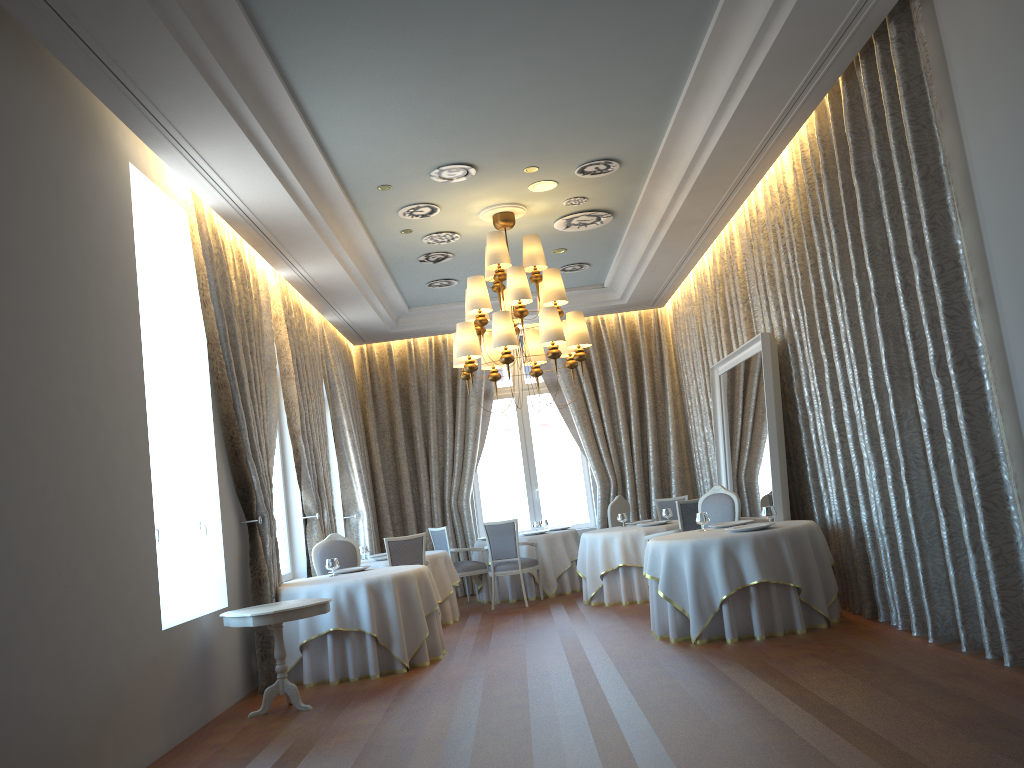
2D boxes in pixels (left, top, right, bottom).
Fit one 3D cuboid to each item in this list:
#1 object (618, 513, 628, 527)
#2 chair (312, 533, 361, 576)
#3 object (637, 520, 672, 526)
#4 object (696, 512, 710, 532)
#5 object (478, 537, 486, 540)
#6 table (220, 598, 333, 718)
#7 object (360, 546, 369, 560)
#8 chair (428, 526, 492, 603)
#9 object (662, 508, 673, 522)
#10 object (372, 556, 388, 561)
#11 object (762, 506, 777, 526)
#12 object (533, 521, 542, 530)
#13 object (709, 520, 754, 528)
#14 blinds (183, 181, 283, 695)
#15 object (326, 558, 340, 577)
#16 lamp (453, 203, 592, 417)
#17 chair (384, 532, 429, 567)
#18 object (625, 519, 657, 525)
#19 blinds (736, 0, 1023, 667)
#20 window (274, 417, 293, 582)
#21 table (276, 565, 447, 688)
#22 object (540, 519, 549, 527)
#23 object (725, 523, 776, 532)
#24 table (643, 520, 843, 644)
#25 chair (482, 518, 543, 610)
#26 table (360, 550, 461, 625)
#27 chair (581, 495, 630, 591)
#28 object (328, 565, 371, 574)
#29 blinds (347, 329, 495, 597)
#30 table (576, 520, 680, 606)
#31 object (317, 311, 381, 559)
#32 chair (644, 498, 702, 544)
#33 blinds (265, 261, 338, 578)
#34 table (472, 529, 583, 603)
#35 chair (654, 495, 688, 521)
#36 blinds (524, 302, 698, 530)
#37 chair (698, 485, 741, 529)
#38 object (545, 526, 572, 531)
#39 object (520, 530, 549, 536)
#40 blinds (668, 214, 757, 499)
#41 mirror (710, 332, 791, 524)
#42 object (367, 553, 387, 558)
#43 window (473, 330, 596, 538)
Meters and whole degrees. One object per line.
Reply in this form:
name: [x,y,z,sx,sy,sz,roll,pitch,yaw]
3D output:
object: [1.403,1.723,11.227,0.128,0.165,0.128,-7,-8,-1]
chair: [-1.693,2.142,9.084,0.563,1.233,0.690,-4,-8,-26]
object: [1.700,1.665,10.583,0.419,0.036,0.419,-7,-8,-2]
object: [1.764,1.272,8.183,0.128,0.165,0.128,-11,-9,29]
object: [-0.287,2.184,12.598,0.419,0.036,0.419,-7,-8,-2]
table: [-1.742,2.086,6.702,0.760,0.801,0.761,-13,-10,38]
object: [-1.855,2.123,11.139,0.128,0.165,0.128,-7,-8,-1]
chair: [-0.720,2.500,12.266,0.629,1.108,0.650,-2,-9,-35]
object: [1.904,1.609,10.849,0.128,0.165,0.128,-7,-8,-1]
object: [-1.452,2.048,10.472,0.419,0.036,0.419,-7,-8,-2]
object: [2.242,1.151,7.726,0.128,0.165,0.128,-7,-8,-1]
object: [0.362,2.043,12.647,0.128,0.165,0.128,-7,-8,-1]
object: [2.062,1.321,8.346,0.419,0.036,0.419,-7,-8,-2]
blinds: [-2.389,0.307,8.167,0.315,4.930,2.204,-7,-8,-1]
object: [-1.701,1.741,8.417,0.128,0.165,0.128,-5,-8,-19]
lamp: [0.035,-0.767,9.128,1.373,2.121,1.373,-13,-9,36]
chair: [-1.217,2.240,9.839,0.650,1.108,0.629,-4,-8,-26]
object: [1.663,1.777,11.394,0.419,0.036,0.419,-7,-8,-2]
blinds: [2.695,-0.447,7.446,0.238,4.819,4.439,-7,-8,-1]
window: [-2.656,0.467,9.369,0.259,3.306,1.882,-7,-8,-1]
table: [-1.467,2.226,8.254,1.663,0.890,1.667,-6,-8,-12]
object: [0.480,2.085,13.071,0.128,0.165,0.128,-7,-8,-1]
object: [2.009,1.213,7.482,0.419,0.036,0.419,-7,-8,-2]
table: [2.012,1.735,7.865,1.663,0.890,1.667,-6,-8,-12]
chair: [-0.019,2.316,11.548,0.650,1.108,0.629,-9,-8,14]
table: [-1.457,2.573,10.870,1.667,0.890,1.663,-6,-8,-7]
chair: [1.300,2.188,12.271,0.690,1.233,0.563,-13,-10,39]
object: [-1.593,1.832,8.719,0.419,0.036,0.419,-7,-8,-2]
blinds: [-1.261,0.920,13.830,2.535,4.901,0.386,-7,-8,-1]
table: [1.641,2.186,10.899,1.663,0.890,1.667,-9,-8,13]
object: [-2.292,0.955,12.768,0.386,4.901,2.121,-7,-8,-1]
chair: [1.924,1.860,9.967,0.650,1.108,0.629,-3,-9,-30]
blinds: [-2.362,0.629,10.604,0.335,4.969,2.257,-7,-8,-1]
table: [0.260,2.598,12.689,1.667,0.890,1.663,-10,-8,18]
chair: [2.205,2.110,12.107,0.650,1.108,0.629,-10,-8,19]
blinds: [1.593,0.565,13.868,2.476,4.901,0.386,-7,-8,-1]
chair: [1.937,1.645,8.797,0.690,1.233,0.563,-1,-10,-40]
object: [0.675,2.089,12.797,0.419,0.036,0.419,-7,-8,-2]
object: [0.317,2.070,12.318,0.419,0.036,0.419,-7,-8,-2]
blinds: [2.701,0.129,11.780,0.238,4.819,4.439,-7,-8,-1]
mirror: [2.517,0.920,9.453,0.385,2.564,2.251,-7,-8,-1]
object: [-1.653,2.193,11.371,0.419,0.036,0.419,-7,-8,-2]
window: [0.206,0.758,14.263,1.881,3.306,0.196,-7,-8,-1]
